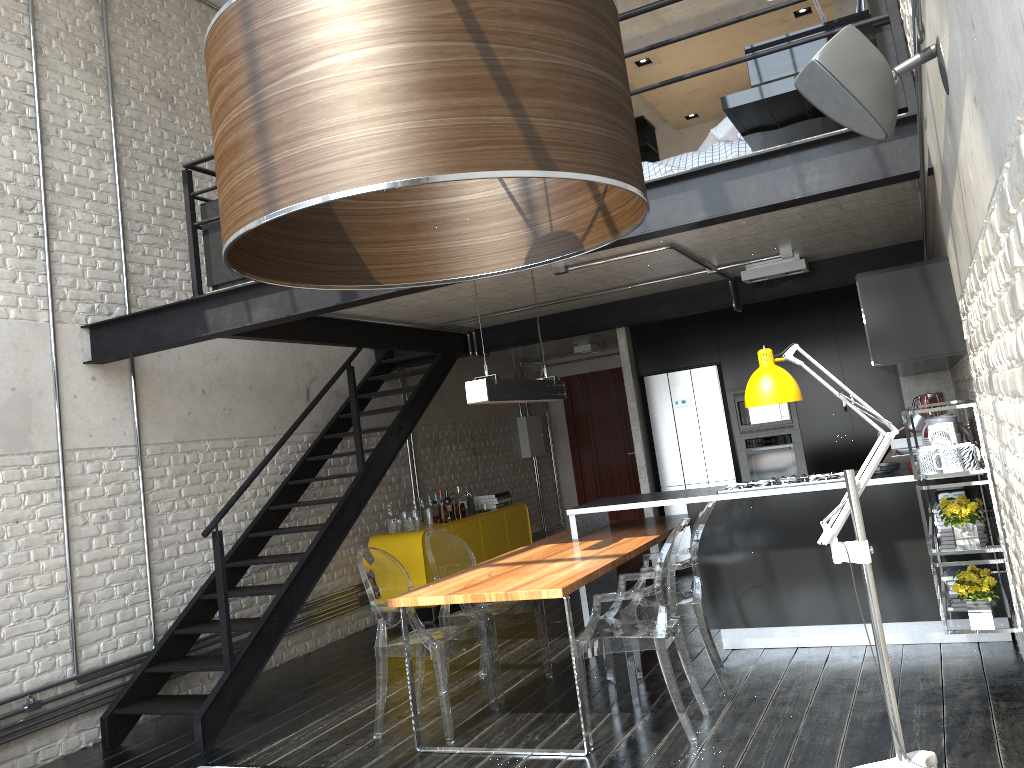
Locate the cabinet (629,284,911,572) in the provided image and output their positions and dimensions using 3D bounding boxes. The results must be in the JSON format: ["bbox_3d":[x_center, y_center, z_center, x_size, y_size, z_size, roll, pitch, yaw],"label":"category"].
[{"bbox_3d":[2.445,0.391,8.277,2.309,2.494,0.551,-10,-8,25],"label":"cabinet"}]

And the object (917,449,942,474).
[{"bbox_3d":[1.828,0.335,3.852,0.108,0.101,0.082,-9,-6,14],"label":"object"}]

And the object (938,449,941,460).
[{"bbox_3d":[1.960,0.327,4.001,0.108,0.101,0.082,-9,-6,14],"label":"object"}]

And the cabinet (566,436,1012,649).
[{"bbox_3d":[2.082,1.061,6.449,2.420,1.012,2.740,-10,-5,25],"label":"cabinet"}]

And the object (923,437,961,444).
[{"bbox_3d":[2.080,0.283,4.274,0.170,0.030,0.170,-10,-5,29],"label":"object"}]

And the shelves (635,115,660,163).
[{"bbox_3d":[0.574,-1.896,10.820,2.114,2.812,2.668,-11,-6,25],"label":"shelves"}]

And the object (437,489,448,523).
[{"bbox_3d":[-0.647,1.131,8.192,0.081,0.311,0.081,-10,-8,16],"label":"object"}]

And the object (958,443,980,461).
[{"bbox_3d":[2.024,0.314,3.938,0.108,0.101,0.082,-10,-7,24],"label":"object"}]

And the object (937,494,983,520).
[{"bbox_3d":[2.042,0.596,4.026,0.183,0.193,0.174,-2,-8,-43],"label":"object"}]

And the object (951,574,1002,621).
[{"bbox_3d":[2.010,0.910,3.811,0.183,0.193,0.174,-2,-8,-43],"label":"object"}]

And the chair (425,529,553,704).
[{"bbox_3d":[-0.200,1.326,5.278,0.586,0.948,0.539,-12,-8,34],"label":"chair"}]

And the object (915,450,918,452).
[{"bbox_3d":[2.085,0.323,4.270,0.252,0.031,0.250,-7,-4,-7],"label":"object"}]

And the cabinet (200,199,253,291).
[{"bbox_3d":[-0.905,-0.854,6.629,0.604,0.555,3.173,-10,-5,25],"label":"cabinet"}]

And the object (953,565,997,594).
[{"bbox_3d":[2.084,0.912,3.978,0.181,0.193,0.175,-12,-7,37],"label":"object"}]

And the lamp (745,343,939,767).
[{"bbox_3d":[0.947,0.643,2.644,0.626,1.630,1.571,-13,-8,38],"label":"lamp"}]

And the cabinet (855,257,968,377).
[{"bbox_3d":[2.554,-0.301,5.608,0.397,0.424,3.886,-11,-5,25],"label":"cabinet"}]

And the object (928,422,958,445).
[{"bbox_3d":[1.933,0.227,3.970,0.108,0.101,0.083,-12,-8,39],"label":"object"}]

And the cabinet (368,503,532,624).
[{"bbox_3d":[-0.502,1.682,8.560,0.546,0.775,2.196,-11,-5,25],"label":"cabinet"}]

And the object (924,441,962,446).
[{"bbox_3d":[2.082,0.300,4.272,0.170,0.030,0.170,-10,-5,29],"label":"object"}]

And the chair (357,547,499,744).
[{"bbox_3d":[-0.500,1.328,4.711,0.587,0.948,0.538,-11,-7,25],"label":"chair"}]

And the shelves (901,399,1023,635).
[{"bbox_3d":[2.126,0.561,4.235,0.287,0.933,1.247,-11,-6,25],"label":"shelves"}]

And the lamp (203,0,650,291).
[{"bbox_3d":[-0.161,0.282,0.488,0.555,2.346,1.835,-9,-6,12],"label":"lamp"}]

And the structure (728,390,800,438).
[{"bbox_3d":[2.385,0.245,8.277,0.579,0.424,0.447,-10,-6,25],"label":"structure"}]

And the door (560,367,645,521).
[{"bbox_3d":[1.343,0.920,11.814,1.128,2.233,0.194,-11,-8,24],"label":"door"}]

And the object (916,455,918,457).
[{"bbox_3d":[2.089,0.347,4.267,0.252,0.031,0.250,-7,-4,-7],"label":"object"}]

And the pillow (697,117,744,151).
[{"bbox_3d":[1.827,-1.687,5.864,1.139,0.738,2.132,-10,-5,23],"label":"pillow"}]

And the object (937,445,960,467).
[{"bbox_3d":[1.924,0.325,3.894,0.108,0.101,0.083,-12,-8,39],"label":"object"}]

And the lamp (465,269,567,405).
[{"bbox_3d":[-0.004,-0.340,5.095,0.124,0.897,1.085,-11,-6,25],"label":"lamp"}]

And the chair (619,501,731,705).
[{"bbox_3d":[0.879,1.144,4.783,0.589,0.948,0.537,-9,-7,10],"label":"chair"}]

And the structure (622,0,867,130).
[{"bbox_3d":[2.918,-2.224,9.690,2.581,2.973,2.784,-11,-6,25],"label":"structure"}]

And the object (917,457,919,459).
[{"bbox_3d":[2.090,0.355,4.266,0.252,0.031,0.250,-7,-4,-7],"label":"object"}]

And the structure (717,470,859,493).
[{"bbox_3d":[1.738,0.605,5.559,0.808,0.026,0.501,-10,-4,25],"label":"structure"}]

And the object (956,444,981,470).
[{"bbox_3d":[1.971,0.313,3.814,0.109,0.101,0.082,-4,-7,-31],"label":"object"}]

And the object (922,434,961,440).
[{"bbox_3d":[2.078,0.266,4.277,0.170,0.030,0.170,-10,-5,29],"label":"object"}]

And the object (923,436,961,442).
[{"bbox_3d":[2.079,0.275,4.276,0.170,0.030,0.170,-10,-5,29],"label":"object"}]

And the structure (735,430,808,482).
[{"bbox_3d":[2.444,0.729,8.196,0.579,0.562,0.483,-10,-7,25],"label":"structure"}]

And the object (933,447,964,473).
[{"bbox_3d":[1.870,0.325,3.793,0.108,0.101,0.083,-12,-8,39],"label":"object"}]

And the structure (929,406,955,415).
[{"bbox_3d":[3.307,0.327,6.760,0.176,0.313,0.089,-11,-8,24],"label":"structure"}]

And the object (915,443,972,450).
[{"bbox_3d":[2.084,0.315,4.271,0.252,0.031,0.250,-7,-4,-7],"label":"object"}]

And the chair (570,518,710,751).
[{"bbox_3d":[0.620,1.137,4.168,0.588,0.948,0.538,-10,-7,20],"label":"chair"}]

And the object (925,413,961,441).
[{"bbox_3d":[2.265,0.270,4.636,0.149,0.218,0.309,-10,-6,22],"label":"object"}]

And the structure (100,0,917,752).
[{"bbox_3d":[0.390,0.072,5.977,4.762,3.366,3.778,-10,-6,25],"label":"structure"}]

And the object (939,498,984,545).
[{"bbox_3d":[1.962,0.595,3.854,0.181,0.193,0.175,-12,-7,37],"label":"object"}]

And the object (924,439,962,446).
[{"bbox_3d":[2.081,0.292,4.273,0.170,0.030,0.170,-10,-5,29],"label":"object"}]

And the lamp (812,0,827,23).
[{"bbox_3d":[1.558,-1.945,4.781,0.171,0.693,0.477,-7,-6,-9],"label":"lamp"}]

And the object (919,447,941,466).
[{"bbox_3d":[1.878,0.335,3.955,0.109,0.101,0.082,-4,-7,-31],"label":"object"}]

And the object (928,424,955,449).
[{"bbox_3d":[1.875,0.227,3.849,0.108,0.101,0.082,-9,-6,14],"label":"object"}]

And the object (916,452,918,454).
[{"bbox_3d":[2.086,0.331,4.269,0.252,0.031,0.250,-7,-4,-7],"label":"object"}]

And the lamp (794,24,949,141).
[{"bbox_3d":[0.905,-0.759,2.202,0.357,0.308,0.176,-8,-7,6],"label":"lamp"}]
